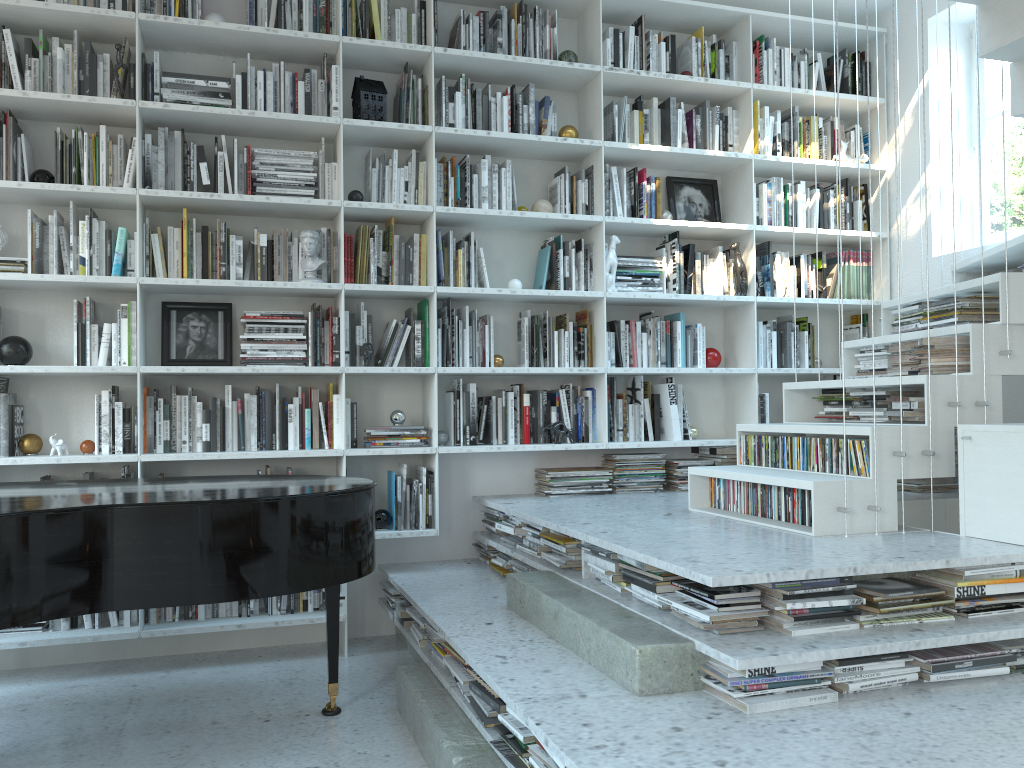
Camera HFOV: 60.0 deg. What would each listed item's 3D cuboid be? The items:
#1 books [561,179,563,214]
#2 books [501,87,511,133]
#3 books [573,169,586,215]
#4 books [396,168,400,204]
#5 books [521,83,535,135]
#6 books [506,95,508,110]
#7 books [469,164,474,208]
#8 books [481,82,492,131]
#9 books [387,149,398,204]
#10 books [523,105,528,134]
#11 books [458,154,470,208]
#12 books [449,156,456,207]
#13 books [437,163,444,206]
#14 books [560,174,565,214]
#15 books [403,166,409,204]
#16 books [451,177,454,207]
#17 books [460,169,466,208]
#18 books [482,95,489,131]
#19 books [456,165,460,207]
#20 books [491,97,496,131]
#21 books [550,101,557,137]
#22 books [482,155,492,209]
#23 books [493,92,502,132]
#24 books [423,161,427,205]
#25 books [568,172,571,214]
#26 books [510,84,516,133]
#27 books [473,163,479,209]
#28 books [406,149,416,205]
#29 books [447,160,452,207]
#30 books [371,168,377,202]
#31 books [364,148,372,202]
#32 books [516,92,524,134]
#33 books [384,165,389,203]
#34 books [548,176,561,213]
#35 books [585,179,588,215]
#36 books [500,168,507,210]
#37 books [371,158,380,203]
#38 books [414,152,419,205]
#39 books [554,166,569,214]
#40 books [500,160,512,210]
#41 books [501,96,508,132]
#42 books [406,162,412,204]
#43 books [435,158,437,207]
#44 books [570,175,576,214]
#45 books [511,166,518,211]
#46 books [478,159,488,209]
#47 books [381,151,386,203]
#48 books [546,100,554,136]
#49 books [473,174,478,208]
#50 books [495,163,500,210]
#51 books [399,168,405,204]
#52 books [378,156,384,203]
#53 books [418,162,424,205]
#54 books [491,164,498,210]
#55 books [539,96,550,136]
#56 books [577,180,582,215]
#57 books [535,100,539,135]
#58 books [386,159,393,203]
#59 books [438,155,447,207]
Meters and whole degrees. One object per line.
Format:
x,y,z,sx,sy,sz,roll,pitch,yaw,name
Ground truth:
0.225,-0.910,4.463,0.005,0.205,0.154,0,-1,-18,books
-0.037,-1.306,4.376,0.012,0.264,0.156,0,-1,-18,books
0.331,-0.937,4.479,0.016,0.257,0.176,0,-1,-18,books
-0.555,-0.903,4.194,0.024,0.195,0.173,0,-1,-18,books
0.071,-1.317,4.396,0.029,0.285,0.183,0,-1,-18,books
-0.047,-1.285,4.371,0.011,0.222,0.159,0,-1,-18,books
-0.218,-0.926,4.304,0.022,0.237,0.164,0,-1,-18,books
-0.128,-1.315,4.361,0.013,0.284,0.154,0,-1,-18,books
-0.567,-0.943,4.179,0.028,0.275,0.187,0,-1,-18,books
0.041,-1.265,4.399,0.027,0.181,0.176,0,-1,-18,books
-0.234,-0.947,4.293,0.014,0.280,0.177,0,-1,-18,books
-0.295,-0.948,4.313,0.014,0.284,0.135,0,-1,-18,books
-0.361,-0.927,4.283,0.030,0.242,0.138,0,-1,-18,books
0.233,-0.924,4.464,0.012,0.232,0.154,0,-1,-18,books
-0.518,-0.911,4.210,0.029,0.211,0.158,0,-1,-18,books
-0.306,-0.896,4.291,0.021,0.179,0.136,0,-1,-18,books
-0.258,-0.914,4.305,0.026,0.216,0.161,0,-1,-18,books
-0.148,-1.285,4.358,0.028,0.223,0.142,0,-1,-18,books
-0.276,-0.925,4.297,0.013,0.236,0.157,0,-1,-18,books
-0.110,-1.281,4.364,0.025,0.216,0.144,0,-1,-18,books
0.188,-1.289,4.464,0.026,0.229,0.140,0,-1,-18,books
-0.137,-0.954,4.347,0.027,0.295,0.159,0,-1,-18,books
-0.083,-1.292,4.361,0.023,0.237,0.149,0,-1,-18,books
-0.437,-0.924,4.242,0.026,0.238,0.173,0,-1,-18,books
0.261,-0.930,4.472,0.016,0.243,0.151,0,-1,-18,books
-0.011,-1.316,4.398,0.012,0.285,0.159,0,-1,-18,books
-0.183,-0.935,4.331,0.011,0.257,0.131,0,-1,-18,books
-0.487,-0.952,4.230,0.028,0.293,0.154,0,-1,-18,books
-0.320,-0.930,4.274,0.014,0.247,0.176,0,-1,-18,books
-0.660,-0.898,4.161,0.028,0.185,0.181,0,-1,-18,books
-0.679,-0.947,4.178,0.018,0.285,0.159,0,-1,-18,books
0.015,-1.293,4.387,0.030,0.238,0.186,0,-1,-18,books
-0.606,-0.908,4.194,0.023,0.207,0.171,0,-1,-18,books
0.214,-0.918,4.463,0.015,0.220,0.140,0,-1,-18,books
0.345,-0.911,4.481,0.013,0.204,0.174,0,-1,-18,books
-0.064,-0.923,4.361,0.021,0.232,0.183,0,-1,-18,books
-0.649,-0.926,4.187,0.024,0.242,0.159,0,-1,-18,books
-0.471,-0.944,4.232,0.025,0.277,0.173,0,-1,-18,books
0.250,-0.942,4.456,0.015,0.267,0.164,0,-1,-18,books
-0.039,-0.944,4.357,0.024,0.272,0.169,0,-1,-18,books
-0.058,-1.279,4.353,0.021,0.209,0.181,0,-1,-18,books
-0.502,-0.922,4.222,0.024,0.234,0.149,0,-1,-18,books
-0.394,-0.932,4.248,0.028,0.251,0.190,0,-1,-18,books
0.287,-0.922,4.481,0.016,0.228,0.160,0,-1,-18,books
-0.009,-0.933,4.390,0.034,0.254,0.161,0,-1,-18,books
-0.156,-0.939,4.314,0.030,0.263,0.182,0,-1,-18,books
-0.617,-0.943,4.193,0.019,0.275,0.146,0,-1,-18,books
0.158,-1.283,4.436,0.048,0.216,0.182,0,-1,-18,books
-0.198,-0.904,4.319,0.025,0.194,0.171,0,-1,-18,books
-0.090,-0.938,4.367,0.024,0.262,0.133,0,-1,-18,books
-0.538,-0.903,4.202,0.027,0.196,0.185,0,-1,-18,books
-0.630,-0.929,4.187,0.028,0.250,0.164,0,-1,-18,books
-0.450,-0.921,4.221,0.028,0.229,0.176,0,-1,-18,books
-0.107,-0.930,4.341,0.025,0.244,0.183,0,-1,-18,books
0.139,-1.292,4.420,0.054,0.235,0.171,0,-1,-18,books
0.315,-0.909,4.483,0.013,0.202,0.173,0,-1,-18,books
0.095,-1.281,4.419,0.030,0.213,0.157,0,-1,-18,books
-0.590,-0.923,4.194,0.023,0.236,0.178,0,-1,-18,books
-0.338,-0.945,4.286,0.014,0.278,0.154,0,-1,-18,books
